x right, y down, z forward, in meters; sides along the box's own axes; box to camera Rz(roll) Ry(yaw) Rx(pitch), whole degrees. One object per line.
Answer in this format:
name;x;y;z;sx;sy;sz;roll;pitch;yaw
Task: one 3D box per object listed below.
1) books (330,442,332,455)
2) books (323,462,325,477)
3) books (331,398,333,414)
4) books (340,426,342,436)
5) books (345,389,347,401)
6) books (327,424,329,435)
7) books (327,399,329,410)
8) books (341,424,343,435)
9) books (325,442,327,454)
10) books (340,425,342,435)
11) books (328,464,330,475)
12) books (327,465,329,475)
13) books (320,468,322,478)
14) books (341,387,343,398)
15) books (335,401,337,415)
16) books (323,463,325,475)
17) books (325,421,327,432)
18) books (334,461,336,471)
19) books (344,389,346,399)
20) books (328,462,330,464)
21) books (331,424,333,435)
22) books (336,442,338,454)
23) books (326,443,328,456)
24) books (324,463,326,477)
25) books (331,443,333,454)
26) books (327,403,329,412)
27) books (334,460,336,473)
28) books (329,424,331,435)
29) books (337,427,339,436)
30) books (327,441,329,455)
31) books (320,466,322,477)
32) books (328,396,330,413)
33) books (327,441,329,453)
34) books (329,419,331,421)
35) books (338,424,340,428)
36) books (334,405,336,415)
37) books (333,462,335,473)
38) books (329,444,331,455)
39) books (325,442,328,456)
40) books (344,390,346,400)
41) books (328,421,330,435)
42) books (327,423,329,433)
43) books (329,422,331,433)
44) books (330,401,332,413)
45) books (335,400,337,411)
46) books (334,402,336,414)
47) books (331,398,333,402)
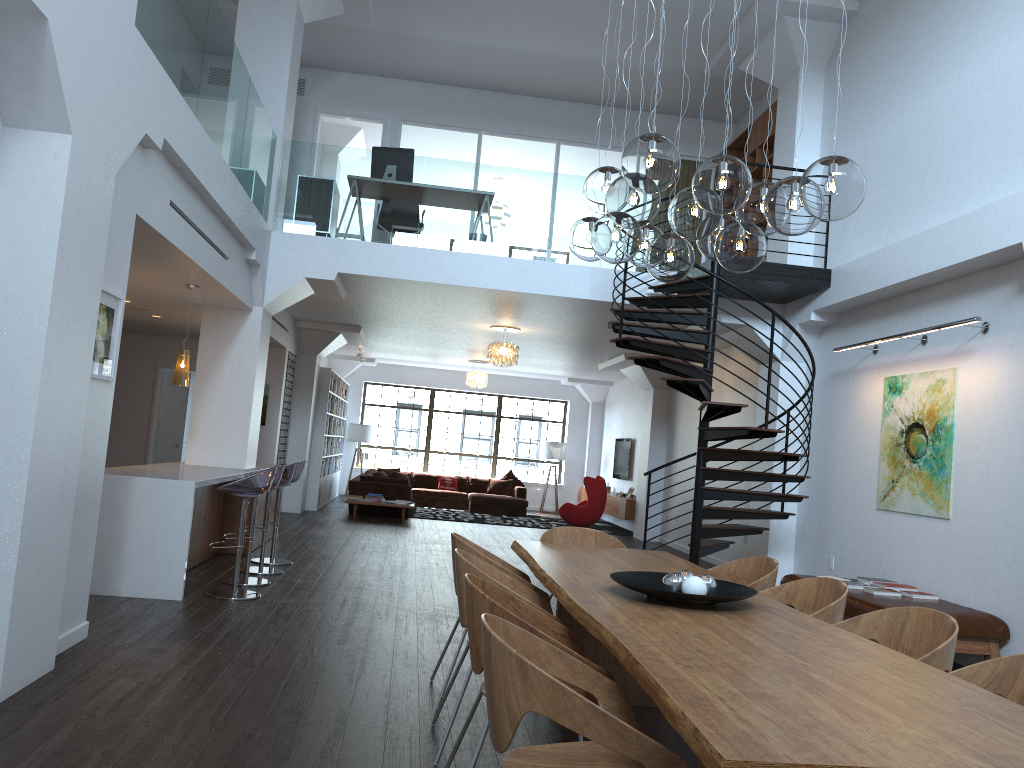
books;-3.468;1.197;16.590;0.183;0.253;0.034;6;-4;-7
books;-3.429;1.517;15.780;0.180;0.259;0.042;6;-4;-6
books;-3.354;0.399;16.139;0.176;0.291;0.053;6;-4;-6
books;-3.675;0.955;18.621;0.180;0.259;0.042;6;-4;-6
books;-3.638;0.231;18.958;0.183;0.253;0.042;6;-4;-6
books;-3.337;0.783;15.721;0.161;0.223;0.027;6;-4;-6
books;-3.238;0.366;15.196;0.172;0.235;0.112;6;-4;-6
books;-3.679;0.964;18.707;0.183;0.253;0.042;6;-4;-6
books;-3.383;1.120;15.716;0.176;0.290;0.053;6;-4;-6
books;-3.661;0.957;18.543;0.171;0.246;0.039;6;-4;-6
books;-3.530;1.611;16.758;0.146;0.202;0.027;6;-4;-6
books;-3.514;1.607;16.618;0.139;0.191;0.036;6;-4;-6
books;-3.371;1.487;15.273;0.180;0.251;0.048;6;-4;-6
books;-3.519;0.168;17.931;0.171;0.246;0.057;6;-4;-6
books;-3.439;0.449;16.862;0.197;0.283;0.065;6;-4;-6
books;-3.416;1.519;15.702;0.171;0.246;0.039;6;-4;-6
books;-3.289;0.754;15.333;0.140;0.231;0.042;6;-4;-6
books;-3.638;1.652;17.762;0.183;0.253;0.034;6;-4;-7
books;-3.614;0.213;18.698;0.183;0.253;0.042;6;-4;-6
books;-3.542;1.601;16.843;0.140;0.231;0.042;6;-4;-6
books;-3.415;0.829;16.431;0.161;0.223;0.032;6;-4;-6
books;-3.620;1.289;17.904;0.174;0.242;0.105;6;-4;-6
books;-3.404;1.152;15.922;0.183;0.253;0.034;6;-4;-6
books;-3.434;1.526;15.866;0.183;0.253;0.042;6;-4;-6
books;-3.501;1.228;16.841;0.161;0.223;0.026;6;-4;-7
books;-3.251;0.368;15.278;0.174;0.242;0.105;6;-4;-6
books;-3.654;1.662;17.922;0.183;0.253;0.034;6;-4;-7
books;-3.366;0.788;16.024;0.182;0.253;0.034;6;-4;-6
books;-3.572;0.949;17.886;0.128;0.178;0.022;6;-4;-6
books;-3.419;1.163;16.091;0.183;0.253;0.034;6;-4;-6
books;-3.345;1.496;15.155;0.161;0.223;0.032;6;-4;-6
books;-3.249;0.350;15.358;0.176;0.290;0.053;6;-4;-6
books;-3.404;1.155;15.956;0.183;0.253;0.034;6;-4;-6
books;-3.382;0.773;16.086;0.176;0.294;0.102;6;-4;-6
books;-3.601;0.937;18.119;0.140;0.231;0.042;6;-4;-6
books;-3.416;0.463;16.725;0.174;0.239;0.045;6;-4;-6
books;-3.622;1.659;17.646;0.161;0.223;0.026;6;-4;-7
books;-3.452;1.184;16.396;0.183;0.253;0.034;6;-4;-7
books;-3.393;1.150;15.840;0.171;0.246;0.057;6;-4;-6
books;-3.614;0.217;18.741;0.183;0.253;0.042;6;-4;-6
books;-3.352;0.776;15.850;0.182;0.253;0.034;6;-4;-6
books;-3.327;0.767;15.603;0.174;0.239;0.045;6;-4;-6
books;-3.363;0.790;15.950;0.174;0.239;0.045;6;-4;-6
books;-3.324;0.417;15.897;0.161;0.223;0.032;6;-4;-6
books;-3.428;0.443;16.803;0.176;0.290;0.053;6;-4;-6
books;-3.413;0.456;16.674;0.170;0.245;0.057;6;-4;-6
books;-3.365;0.397;16.086;0.198;0.284;0.049;6;-4;-6
